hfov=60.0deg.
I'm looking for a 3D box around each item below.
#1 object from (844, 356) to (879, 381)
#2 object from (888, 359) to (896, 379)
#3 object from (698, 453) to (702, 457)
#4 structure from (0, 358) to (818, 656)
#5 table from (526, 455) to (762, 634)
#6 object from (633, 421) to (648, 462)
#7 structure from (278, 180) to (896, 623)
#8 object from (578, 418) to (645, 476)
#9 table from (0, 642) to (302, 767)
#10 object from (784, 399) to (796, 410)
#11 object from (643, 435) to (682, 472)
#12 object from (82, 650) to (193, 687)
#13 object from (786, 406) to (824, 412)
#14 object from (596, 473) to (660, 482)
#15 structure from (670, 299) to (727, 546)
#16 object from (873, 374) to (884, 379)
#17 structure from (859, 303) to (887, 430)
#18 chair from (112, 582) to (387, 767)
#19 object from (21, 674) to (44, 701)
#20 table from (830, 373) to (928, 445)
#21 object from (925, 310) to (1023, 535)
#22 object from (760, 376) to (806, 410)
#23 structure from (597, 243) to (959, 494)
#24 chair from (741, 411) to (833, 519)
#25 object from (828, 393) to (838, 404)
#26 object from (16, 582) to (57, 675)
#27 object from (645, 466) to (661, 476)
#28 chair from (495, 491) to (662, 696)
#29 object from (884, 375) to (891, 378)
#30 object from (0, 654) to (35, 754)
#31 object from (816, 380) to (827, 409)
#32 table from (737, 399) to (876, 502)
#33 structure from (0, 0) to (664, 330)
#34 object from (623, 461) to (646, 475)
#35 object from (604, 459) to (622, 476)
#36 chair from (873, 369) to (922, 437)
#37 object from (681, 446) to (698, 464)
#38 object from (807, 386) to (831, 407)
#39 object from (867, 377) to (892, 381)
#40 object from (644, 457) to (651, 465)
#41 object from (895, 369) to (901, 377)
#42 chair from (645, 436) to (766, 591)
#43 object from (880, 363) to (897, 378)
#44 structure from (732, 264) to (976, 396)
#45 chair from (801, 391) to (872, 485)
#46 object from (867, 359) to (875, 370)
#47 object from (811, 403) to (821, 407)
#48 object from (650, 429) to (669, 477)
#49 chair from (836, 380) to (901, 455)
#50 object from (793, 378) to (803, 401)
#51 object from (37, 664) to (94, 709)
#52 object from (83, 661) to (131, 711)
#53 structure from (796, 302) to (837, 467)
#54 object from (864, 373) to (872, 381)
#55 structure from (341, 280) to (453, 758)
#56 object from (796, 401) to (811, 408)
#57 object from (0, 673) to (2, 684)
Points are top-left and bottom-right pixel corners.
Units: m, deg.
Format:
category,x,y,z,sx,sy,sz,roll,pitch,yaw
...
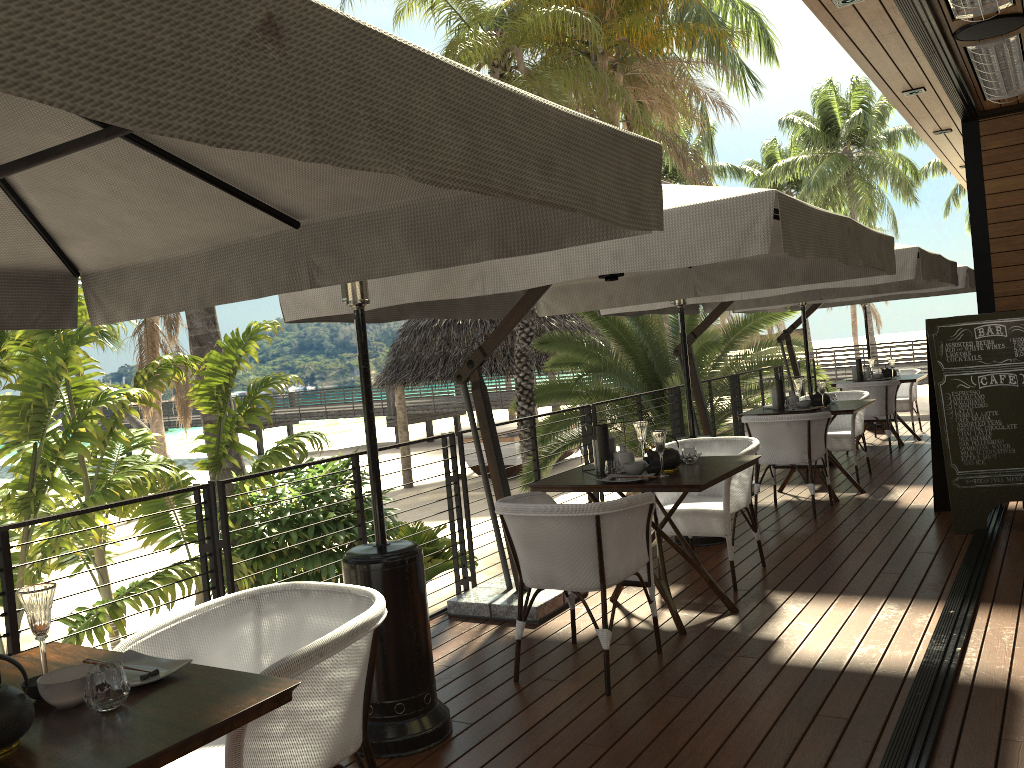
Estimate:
category,x,y,z,sx,sy,sz,roll,pitch,yaw
object,4.116,-0.179,10.442,0.263,0.264,0.263,-6,1,-13
object,4.316,-0.172,10.056,0.082,0.227,0.082,-5,1,33
object,0.884,0.408,4.899,0.294,0.025,0.170,-4,2,32
structure,-2.591,1.184,1.523,0.163,1.153,26.294,-5,2,32
table,0.741,0.818,4.619,0.931,0.749,0.932,-5,1,32
object,0.715,0.321,4.864,0.082,0.227,0.082,-5,1,33
structure,0.576,0.043,4.613,2.412,2.332,2.416,-5,1,32
object,0.524,0.329,4.692,0.263,0.264,0.263,-6,1,-13
table,-1.050,1.072,1.752,0.931,0.749,0.932,-5,1,32
object,2.298,0.172,7.335,0.086,0.086,0.086,-5,1,37
object,0.781,0.351,4.531,0.163,0.179,0.168,-5,1,34
object,-0.899,0.661,2.046,0.294,0.025,0.170,-4,2,32
object,2.362,0.203,7.136,0.294,0.025,0.170,-4,2,32
object,0.574,0.456,4.275,0.294,0.025,0.170,-4,2,32
structure,1.229,-0.001,6.202,0.699,2.192,0.700,-5,1,20
object,4.207,-0.081,10.182,0.116,0.065,0.116,-4,2,36
structure,4.776,-0.503,11.879,0.699,2.192,0.700,-5,1,20
chair,-0.641,0.997,2.354,0.627,0.788,0.617,-5,1,33
object,-1.027,0.667,1.940,0.080,0.042,0.080,-6,1,-6
table,4.324,0.311,10.353,0.931,0.749,0.932,-5,1,32
object,3.246,0.221,5.932,0.768,1.396,0.772,-5,1,17
object,2.312,0.076,7.554,0.263,0.264,0.263,-6,1,-13
structure,2.363,-0.210,7.472,2.412,2.332,2.416,-5,1,32
chair,2.138,0.602,6.849,0.627,0.788,0.617,-5,1,33
object,2.728,0.125,7.556,0.086,0.086,0.086,-5,1,37
object,-1.067,0.573,2.011,0.082,0.227,0.082,-5,1,33
object,0.699,0.432,4.381,0.080,0.042,0.080,-6,1,-6
chair,0.293,0.864,3.895,0.627,0.788,0.617,-5,1,33
object,4.291,-0.076,10.130,0.080,0.042,0.080,-5,1,1
object,-1.002,0.603,1.678,0.163,0.179,0.168,-5,1,34
object,2.511,0.083,7.168,0.082,0.227,0.082,-5,1,33
table,2.533,0.565,7.486,0.931,0.749,0.932,-5,1,32
structure,-1.210,0.296,1.754,2.412,2.332,2.416,-5,1,32
object,0.614,0.427,4.432,0.116,0.065,0.116,-5,2,31
object,0.510,0.425,4.473,0.086,0.086,0.086,-5,1,37
chair,4.781,0.230,11.032,0.627,0.788,0.617,-5,1,33
object,0.940,0.378,4.695,0.086,0.086,0.086,-5,1,37
object,2.568,0.098,7.395,0.168,0.179,0.163,-5,1,30
object,4.166,-0.052,10.024,0.294,0.025,0.170,-4,2,32
object,0.755,0.415,4.792,0.080,0.042,0.080,-6,1,-6
object,4.532,-0.130,10.444,0.086,0.086,0.086,-5,1,37
chair,1.166,0.741,5.247,0.627,0.788,0.617,-5,1,33
object,4.372,-0.157,10.283,0.168,0.179,0.163,-5,1,30
structure,4.149,-0.462,10.331,2.412,2.332,2.416,-5,1,32
chair,2.981,0.485,8.151,0.627,0.788,0.617,-5,1,33
object,4.307,-0.188,10.613,0.082,0.227,0.082,-5,1,33
object,2.487,0.179,7.243,0.080,0.042,0.080,-5,2,23
object,0.723,0.336,4.306,0.082,0.227,0.082,-5,1,21
chair,3.913,0.351,9.689,0.627,0.788,0.617,-5,1,33
object,2.503,0.068,7.725,0.082,0.227,0.082,-5,1,33
object,-0.944,0.649,1.888,0.116,0.065,0.116,-5,2,31
object,-0.842,0.630,1.843,0.086,0.086,0.086,-5,1,37
structure,3.026,-0.255,9.079,0.699,2.192,0.700,-5,1,20
object,4.102,-0.083,10.223,0.086,0.086,0.086,-5,1,37
structure,-0.533,0.249,3.383,0.699,2.192,0.700,-5,1,20
object,2.402,0.174,7.294,0.116,0.065,0.116,-4,2,36
object,-1.258,0.581,1.840,0.263,0.264,0.263,-6,1,-13
